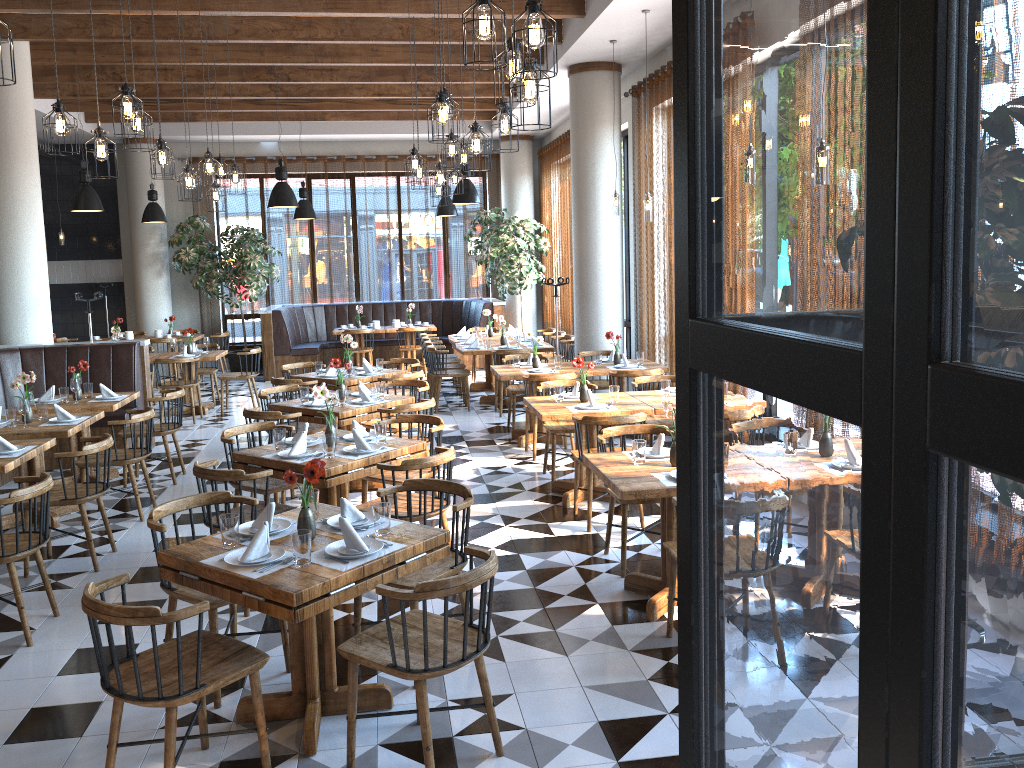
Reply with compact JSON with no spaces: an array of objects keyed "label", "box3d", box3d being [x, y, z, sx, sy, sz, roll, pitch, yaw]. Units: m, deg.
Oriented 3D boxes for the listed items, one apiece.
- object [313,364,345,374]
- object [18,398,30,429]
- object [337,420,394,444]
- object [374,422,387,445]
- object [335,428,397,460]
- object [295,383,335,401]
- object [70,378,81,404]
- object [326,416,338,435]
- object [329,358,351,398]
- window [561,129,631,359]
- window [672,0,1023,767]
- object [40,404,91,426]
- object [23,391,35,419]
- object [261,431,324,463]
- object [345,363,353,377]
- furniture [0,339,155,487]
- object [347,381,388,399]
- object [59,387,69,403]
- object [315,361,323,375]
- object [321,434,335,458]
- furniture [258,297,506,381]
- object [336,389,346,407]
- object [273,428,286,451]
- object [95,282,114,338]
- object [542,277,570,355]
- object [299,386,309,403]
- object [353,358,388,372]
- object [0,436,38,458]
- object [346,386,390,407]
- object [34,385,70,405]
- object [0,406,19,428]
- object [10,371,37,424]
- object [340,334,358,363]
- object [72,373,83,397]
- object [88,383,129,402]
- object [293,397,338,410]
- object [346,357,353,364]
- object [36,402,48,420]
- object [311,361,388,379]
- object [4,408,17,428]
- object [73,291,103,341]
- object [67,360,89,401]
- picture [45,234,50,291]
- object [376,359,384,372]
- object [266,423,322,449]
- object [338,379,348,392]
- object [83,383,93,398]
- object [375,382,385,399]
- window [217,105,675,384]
[{"label":"object","box3d":[-1.900,-0.197,9.302,0.272,0.136,0.353,4,10,36]},{"label":"object","box3d":[-3.586,0.216,6.517,0.081,0.214,0.081,5,9,45]},{"label":"object","box3d":[-0.983,0.291,5.761,0.352,0.136,0.273,4,10,36]},{"label":"object","box3d":[-0.828,0.313,5.597,0.080,0.131,0.080,-1,7,7]},{"label":"object","box3d":[-0.921,0.343,5.390,0.272,0.136,0.353,4,10,36]},{"label":"object","box3d":[-1.637,0.052,7.536,0.272,0.136,0.353,4,10,36]},{"label":"object","box3d":[-3.753,0.060,7.623,0.081,0.214,0.081,-2,6,0]},{"label":"object","box3d":[-1.187,0.286,5.854,0.080,0.131,0.080,-1,7,7]},{"label":"object","box3d":[-1.440,-0.044,7.401,0.156,0.353,0.171,-7,9,-43]},{"label":"window","box3d":[1.226,-2.029,13.562,0.365,3.151,4.989,-2,8,-8]},{"label":"window","box3d":[1.738,0.033,0.618,2.728,3.533,2.195,-3,7,-8]},{"label":"object","box3d":[-3.409,0.216,6.753,0.272,0.136,0.353,-3,8,-8]},{"label":"object","box3d":[-3.752,0.167,6.882,0.081,0.214,0.081,5,9,45]},{"label":"object","box3d":[-1.295,0.362,5.332,0.352,0.136,0.273,4,10,36]},{"label":"object","box3d":[-1.627,-0.135,8.842,0.080,0.131,0.080,-8,9,-43]},{"label":"furniture","box3d":[-4.283,0.597,6.073,1.918,1.145,6.619,-3,8,-8]},{"label":"object","box3d":[-1.263,0.033,7.594,0.352,0.136,0.273,4,10,36]},{"label":"object","box3d":[-3.881,0.097,7.683,0.080,0.131,0.080,-3,7,-8]},{"label":"object","box3d":[-1.981,-0.161,9.088,0.080,0.131,0.080,-8,9,-43]},{"label":"object","box3d":[-1.085,0.371,5.249,0.080,0.131,0.080,-1,7,7]},{"label":"furniture","box3d":[-2.231,-0.844,15.607,4.039,1.145,1.927,-3,8,-8]},{"label":"object","box3d":[-1.361,0.113,7.079,0.080,0.131,0.080,-2,7,-3]},{"label":"object","box3d":[-1.439,0.345,5.495,0.080,0.131,0.080,-1,7,7]},{"label":"object","box3d":[-7.022,-0.936,15.411,0.374,1.651,0.376,0,6,14]},{"label":"object","box3d":[0.529,-0.415,10.356,0.375,1.651,0.376,-5,7,-26]},{"label":"object","box3d":[-1.715,0.087,7.325,0.080,0.131,0.080,-2,7,-3]},{"label":"object","box3d":[-1.526,-0.216,9.360,0.352,0.136,0.273,4,10,36]},{"label":"object","box3d":[-3.245,0.369,5.662,0.272,0.136,0.353,-3,8,-8]},{"label":"object","box3d":[-1.200,0.085,7.223,0.272,0.136,0.353,4,10,36]},{"label":"object","box3d":[-4.096,0.084,7.791,0.272,0.136,0.353,-3,8,-8]},{"label":"object","box3d":[-3.930,0.240,6.686,0.272,0.136,0.353,-3,8,-8]},{"label":"object","box3d":[-3.678,0.101,6.682,0.206,0.398,0.147,-2,6,-6]},{"label":"object","box3d":[-1.679,-0.315,9.162,0.206,0.398,0.147,0,6,11]},{"label":"object","box3d":[-3.919,0.011,7.992,0.081,0.214,0.081,-7,8,-39]},{"label":"object","box3d":[-3.576,0.060,7.858,0.272,0.136,0.353,-3,8,-8]},{"label":"object","box3d":[-1.574,0.104,7.165,0.352,0.136,0.273,4,10,36]},{"label":"object","box3d":[-1.729,-0.220,9.447,0.080,0.131,0.080,-6,8,-33]},{"label":"object","box3d":[-3.628,0.210,6.848,0.080,0.131,0.080,-2,7,-3]},{"label":"object","box3d":[-1.654,-0.158,8.989,0.578,0.136,0.584,4,10,36]},{"label":"object","box3d":[-3.714,0.253,6.573,0.080,0.131,0.080,-3,7,-8]},{"label":"object","box3d":[-4.581,-0.176,9.700,0.375,1.651,0.375,-5,7,-31]},{"label":"object","box3d":[-3.797,-0.034,7.793,0.171,0.353,0.157,-2,6,-5]},{"label":"picture","box3d":[-8.640,-2.086,15.492,0.980,1.137,0.021,-3,6,-8]},{"label":"object","box3d":[-1.370,-0.193,9.190,0.080,0.131,0.080,-6,8,-33]},{"label":"object","box3d":[-1.357,0.310,5.703,0.272,0.136,0.353,4,10,36]},{"label":"object","box3d":[-1.463,0.028,7.684,0.080,0.131,0.080,-1,7,7]},{"label":"object","box3d":[-3.792,0.058,7.932,0.080,0.131,0.080,-4,7,-23]},{"label":"object","box3d":[-1.104,0.055,7.427,0.080,0.131,0.080,-2,7,-3]},{"label":"window","box3d":[0.549,-1.644,11.046,4.500,3.151,15.177,-6,9,-31]}]
